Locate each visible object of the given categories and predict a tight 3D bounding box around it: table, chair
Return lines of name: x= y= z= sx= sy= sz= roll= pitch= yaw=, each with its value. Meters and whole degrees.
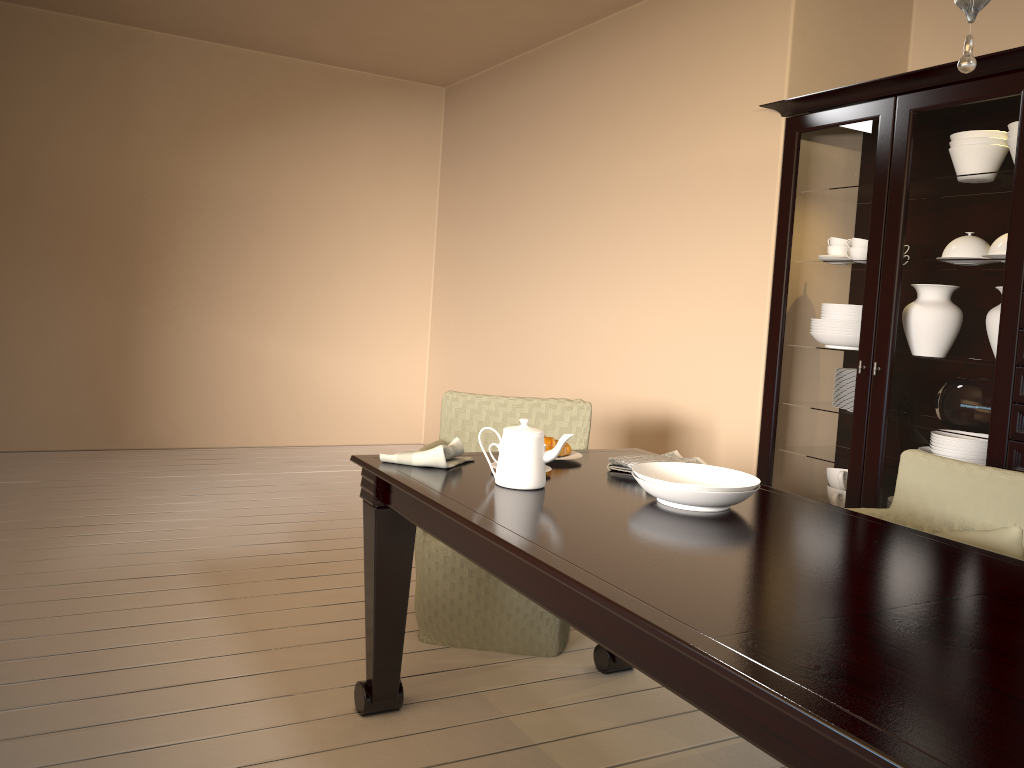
table: x=0.438 y=0.626 z=1.665 sx=0.918 sy=0.652 sz=1.997 roll=1 pitch=6 yaw=-29
chair: x=0.969 y=0.593 z=2.155 sx=0.561 sy=0.799 sz=0.565 roll=2 pitch=4 yaw=-23
chair: x=-0.035 y=0.454 z=2.945 sx=0.563 sy=0.799 sz=0.562 roll=4 pitch=4 yaw=7

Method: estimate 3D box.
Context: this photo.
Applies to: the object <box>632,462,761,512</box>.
object: x=0.408 y=0.234 z=1.985 sx=0.281 sy=0.066 sz=0.282 roll=0 pitch=6 yaw=-35

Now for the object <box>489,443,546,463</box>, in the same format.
object: x=0.021 y=0.183 z=2.218 sx=0.125 sy=0.069 sz=0.116 roll=1 pitch=6 yaw=-36

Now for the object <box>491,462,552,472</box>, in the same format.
object: x=0.022 y=0.213 z=2.222 sx=0.154 sy=0.012 sz=0.154 roll=6 pitch=6 yaw=22

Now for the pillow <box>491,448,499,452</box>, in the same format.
pillow: x=-0.005 y=0.316 z=3.045 sx=0.316 sy=0.294 sz=0.248 roll=3 pitch=4 yaw=-16

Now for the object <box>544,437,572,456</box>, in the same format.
object: x=0.098 y=0.172 z=2.459 sx=0.138 sy=0.051 sz=0.062 roll=3 pitch=4 yaw=-10

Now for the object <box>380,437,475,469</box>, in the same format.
object: x=-0.220 y=0.166 z=2.278 sx=0.197 sy=0.063 sz=0.205 roll=6 pitch=5 yaw=23

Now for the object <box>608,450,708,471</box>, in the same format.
object: x=0.392 y=0.215 z=2.312 sx=0.233 sy=0.051 sz=0.165 roll=1 pitch=6 yaw=-29

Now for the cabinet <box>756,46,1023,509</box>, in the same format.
cabinet: x=1.899 y=-0.042 z=2.682 sx=0.887 sy=1.836 sz=2.496 roll=2 pitch=5 yaw=-29

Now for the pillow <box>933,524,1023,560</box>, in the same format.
pillow: x=1.080 y=0.468 z=2.180 sx=0.192 sy=0.294 sz=0.441 roll=2 pitch=5 yaw=-30

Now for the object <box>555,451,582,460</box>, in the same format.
object: x=0.097 y=0.197 z=2.448 sx=0.195 sy=0.014 sz=0.194 roll=8 pitch=6 yaw=37

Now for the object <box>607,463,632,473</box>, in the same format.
object: x=0.386 y=0.225 z=2.348 sx=0.232 sy=0.026 sz=0.165 roll=6 pitch=6 yaw=26

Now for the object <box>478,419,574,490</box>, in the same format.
object: x=0.029 y=0.157 z=2.055 sx=0.198 sy=0.155 sz=0.118 roll=2 pitch=4 yaw=-23

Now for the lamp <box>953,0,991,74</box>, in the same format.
lamp: x=0.728 y=-1.033 z=1.317 sx=0.675 sy=1.125 sz=0.703 roll=3 pitch=4 yaw=-11
